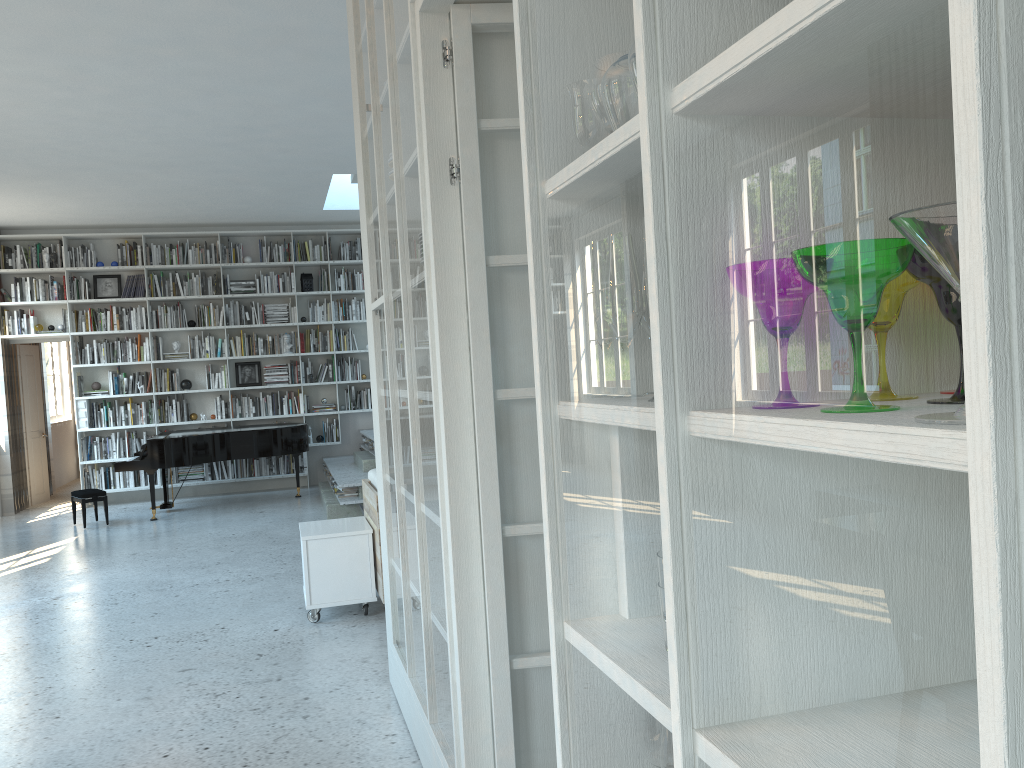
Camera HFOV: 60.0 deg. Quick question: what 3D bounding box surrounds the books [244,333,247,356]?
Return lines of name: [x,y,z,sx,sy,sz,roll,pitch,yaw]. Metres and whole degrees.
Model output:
books: [-3.222,-0.473,10.734,0.010,0.281,0.170,-4,2,-15]

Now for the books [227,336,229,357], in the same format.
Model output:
books: [-3.422,-0.447,10.701,0.012,0.254,0.161,-4,2,-15]

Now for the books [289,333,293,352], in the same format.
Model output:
books: [-2.711,-0.496,10.884,0.025,0.260,0.130,-4,2,-15]

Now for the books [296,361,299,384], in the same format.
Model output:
books: [-2.641,-0.142,10.900,0.011,0.279,0.186,-4,2,-15]

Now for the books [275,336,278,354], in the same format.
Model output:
books: [-2.883,-0.470,10.851,0.025,0.230,0.143,-4,2,-15]

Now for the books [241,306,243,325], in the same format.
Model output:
books: [-3.267,-0.816,10.729,0.014,0.233,0.147,-4,2,-15]

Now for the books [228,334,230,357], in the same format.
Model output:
books: [-3.415,-0.462,10.712,0.010,0.282,0.140,-4,2,-15]

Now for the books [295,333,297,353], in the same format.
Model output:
books: [-2.657,-0.500,10.906,0.014,0.261,0.137,-4,2,-15]

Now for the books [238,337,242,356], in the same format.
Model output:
books: [-3.292,-0.449,10.734,0.029,0.240,0.155,-4,2,-15]

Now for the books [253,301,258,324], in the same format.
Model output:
books: [-3.114,-0.855,10.770,0.049,0.291,0.162,-4,2,-15]

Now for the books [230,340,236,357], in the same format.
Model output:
books: [-3.365,-0.428,10.699,0.053,0.209,0.156,-4,2,-15]

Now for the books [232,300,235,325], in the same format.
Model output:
books: [-3.359,-0.850,10.718,0.014,0.313,0.133,-4,2,-15]

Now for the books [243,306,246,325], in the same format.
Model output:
books: [-3.241,-0.821,10.733,0.011,0.239,0.147,-4,2,-15]

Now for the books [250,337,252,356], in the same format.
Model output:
books: [-3.162,-0.451,10.760,0.012,0.228,0.169,-4,2,-15]

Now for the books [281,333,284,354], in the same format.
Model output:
books: [-2.814,-0.489,10.860,0.024,0.259,0.126,-4,2,-15]

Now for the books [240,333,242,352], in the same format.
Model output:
books: [-3.277,-0.472,10.750,0.010,0.284,0.136,-4,2,-15]

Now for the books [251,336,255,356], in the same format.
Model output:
books: [-3.146,-0.456,10.772,0.025,0.236,0.137,-4,2,-15]

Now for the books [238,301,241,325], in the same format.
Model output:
books: [-3.290,-0.848,10.719,0.011,0.300,0.179,-4,2,-15]

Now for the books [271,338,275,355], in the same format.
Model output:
books: [-2.913,-0.453,10.817,0.029,0.200,0.178,-4,2,-15]

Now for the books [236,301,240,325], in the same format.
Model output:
books: [-3.311,-0.844,10.722,0.029,0.295,0.151,-4,2,-15]

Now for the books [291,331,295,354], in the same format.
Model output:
books: [-2.691,-0.507,10.901,0.025,0.279,0.108,-4,2,-15]

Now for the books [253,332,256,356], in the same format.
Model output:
books: [-3.127,-0.481,10.769,0.013,0.284,0.176,-4,2,-15]

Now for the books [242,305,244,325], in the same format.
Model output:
books: [-3.253,-0.825,10.729,0.014,0.250,0.172,-4,2,-15]

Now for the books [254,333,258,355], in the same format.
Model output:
books: [-3.103,-0.474,10.761,0.027,0.268,0.189,-4,2,-15]

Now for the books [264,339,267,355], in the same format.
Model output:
books: [-3.008,-0.446,10.815,0.050,0.199,0.145,-4,2,-15]

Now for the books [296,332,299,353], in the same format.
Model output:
books: [-2.641,-0.503,10.917,0.023,0.265,0.107,-4,2,-15]

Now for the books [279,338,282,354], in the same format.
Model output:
books: [-2.836,-0.461,10.862,0.022,0.206,0.114,-4,2,-15]

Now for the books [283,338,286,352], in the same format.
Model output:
books: [-2.783,-0.462,10.867,0.035,0.201,0.149,-4,2,-15]

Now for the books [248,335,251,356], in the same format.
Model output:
books: [-3.188,-0.465,10.774,0.028,0.259,0.134,-4,2,-15]

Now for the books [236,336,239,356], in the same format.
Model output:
books: [-3.320,-0.451,10.732,0.026,0.248,0.139,-4,2,-15]

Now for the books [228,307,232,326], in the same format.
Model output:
books: [-3.401,-0.805,10.706,0.027,0.228,0.147,-4,2,-15]

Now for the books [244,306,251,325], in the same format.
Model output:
books: [-3.201,-0.822,10.738,0.066,0.237,0.153,-4,2,-15]

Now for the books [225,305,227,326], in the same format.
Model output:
books: [-3.444,-0.815,10.689,0.012,0.254,0.161,-4,2,-15]

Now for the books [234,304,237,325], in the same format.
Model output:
books: [-3.332,-0.828,10.698,0.025,0.266,0.185,-4,2,-15]

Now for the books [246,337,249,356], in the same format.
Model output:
books: [-3.210,-0.448,10.762,0.024,0.228,0.147,-4,2,-15]

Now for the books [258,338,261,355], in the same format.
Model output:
books: [-3.070,-0.451,10.784,0.024,0.216,0.175,-4,2,-15]

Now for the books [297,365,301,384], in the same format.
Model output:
books: [-2.616,-0.118,10.897,0.034,0.229,0.199,-4,2,-15]

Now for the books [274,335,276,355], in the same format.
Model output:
books: [-2.892,-0.476,10.811,0.012,0.245,0.186,-4,2,-15]

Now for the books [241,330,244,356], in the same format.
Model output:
books: [-3.255,-0.489,10.711,0.014,0.317,0.188,-4,2,-15]

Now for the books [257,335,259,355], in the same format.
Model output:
books: [-3.091,-0.467,10.792,0.011,0.251,0.130,-4,2,-15]

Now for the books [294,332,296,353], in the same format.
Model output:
books: [-2.667,-0.502,10.890,0.014,0.266,0.154,-4,2,-15]

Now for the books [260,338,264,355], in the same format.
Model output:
books: [-3.044,-0.452,10.793,0.030,0.215,0.168,-4,2,-15]

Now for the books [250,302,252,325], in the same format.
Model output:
books: [-3.163,-0.849,10.761,0.022,0.285,0.130,-4,2,-15]

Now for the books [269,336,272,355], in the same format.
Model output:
books: [-2.941,-0.463,10.807,0.029,0.224,0.185,-4,2,-15]

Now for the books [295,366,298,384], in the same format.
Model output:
books: [-2.659,-0.110,10.914,0.021,0.217,0.132,-4,2,-15]

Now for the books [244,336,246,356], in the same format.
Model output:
books: [-3.236,-0.455,10.750,0.010,0.245,0.149,-4,2,-15]

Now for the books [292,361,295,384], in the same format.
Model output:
books: [-2.687,-0.144,10.901,0.011,0.288,0.152,-4,2,-15]

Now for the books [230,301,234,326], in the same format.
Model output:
books: [-3.372,-0.841,10.695,0.026,0.297,0.179,-4,2,-15]

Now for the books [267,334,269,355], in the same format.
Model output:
books: [-2.976,-0.478,10.813,0.014,0.259,0.161,-4,2,-15]

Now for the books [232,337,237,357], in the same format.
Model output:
books: [-3.351,-0.446,10.715,0.042,0.242,0.162,-4,2,-15]

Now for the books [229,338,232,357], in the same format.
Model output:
books: [-3.403,-0.439,10.715,0.011,0.235,0.142,-4,2,-15]

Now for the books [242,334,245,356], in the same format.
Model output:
books: [-3.240,-0.465,10.714,0.015,0.267,0.189,-4,2,-15]

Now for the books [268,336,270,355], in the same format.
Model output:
books: [-2.963,-0.467,10.812,0.010,0.234,0.175,-4,2,-15]

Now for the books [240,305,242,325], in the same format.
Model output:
books: [-3.279,-0.824,10.725,0.011,0.252,0.153,-4,2,-15]

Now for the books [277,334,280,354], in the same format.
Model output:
books: [-2.855,-0.486,10.839,0.025,0.259,0.150,-4,2,-15]

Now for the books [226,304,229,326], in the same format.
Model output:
books: [-3.423,-0.823,10.684,0.026,0.267,0.170,-4,2,-15]

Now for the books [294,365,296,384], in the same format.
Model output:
books: [-2.676,-0.117,10.911,0.013,0.232,0.134,-4,2,-15]

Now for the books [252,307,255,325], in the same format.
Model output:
books: [-3.137,-0.816,10.761,0.024,0.216,0.148,-4,2,-15]
